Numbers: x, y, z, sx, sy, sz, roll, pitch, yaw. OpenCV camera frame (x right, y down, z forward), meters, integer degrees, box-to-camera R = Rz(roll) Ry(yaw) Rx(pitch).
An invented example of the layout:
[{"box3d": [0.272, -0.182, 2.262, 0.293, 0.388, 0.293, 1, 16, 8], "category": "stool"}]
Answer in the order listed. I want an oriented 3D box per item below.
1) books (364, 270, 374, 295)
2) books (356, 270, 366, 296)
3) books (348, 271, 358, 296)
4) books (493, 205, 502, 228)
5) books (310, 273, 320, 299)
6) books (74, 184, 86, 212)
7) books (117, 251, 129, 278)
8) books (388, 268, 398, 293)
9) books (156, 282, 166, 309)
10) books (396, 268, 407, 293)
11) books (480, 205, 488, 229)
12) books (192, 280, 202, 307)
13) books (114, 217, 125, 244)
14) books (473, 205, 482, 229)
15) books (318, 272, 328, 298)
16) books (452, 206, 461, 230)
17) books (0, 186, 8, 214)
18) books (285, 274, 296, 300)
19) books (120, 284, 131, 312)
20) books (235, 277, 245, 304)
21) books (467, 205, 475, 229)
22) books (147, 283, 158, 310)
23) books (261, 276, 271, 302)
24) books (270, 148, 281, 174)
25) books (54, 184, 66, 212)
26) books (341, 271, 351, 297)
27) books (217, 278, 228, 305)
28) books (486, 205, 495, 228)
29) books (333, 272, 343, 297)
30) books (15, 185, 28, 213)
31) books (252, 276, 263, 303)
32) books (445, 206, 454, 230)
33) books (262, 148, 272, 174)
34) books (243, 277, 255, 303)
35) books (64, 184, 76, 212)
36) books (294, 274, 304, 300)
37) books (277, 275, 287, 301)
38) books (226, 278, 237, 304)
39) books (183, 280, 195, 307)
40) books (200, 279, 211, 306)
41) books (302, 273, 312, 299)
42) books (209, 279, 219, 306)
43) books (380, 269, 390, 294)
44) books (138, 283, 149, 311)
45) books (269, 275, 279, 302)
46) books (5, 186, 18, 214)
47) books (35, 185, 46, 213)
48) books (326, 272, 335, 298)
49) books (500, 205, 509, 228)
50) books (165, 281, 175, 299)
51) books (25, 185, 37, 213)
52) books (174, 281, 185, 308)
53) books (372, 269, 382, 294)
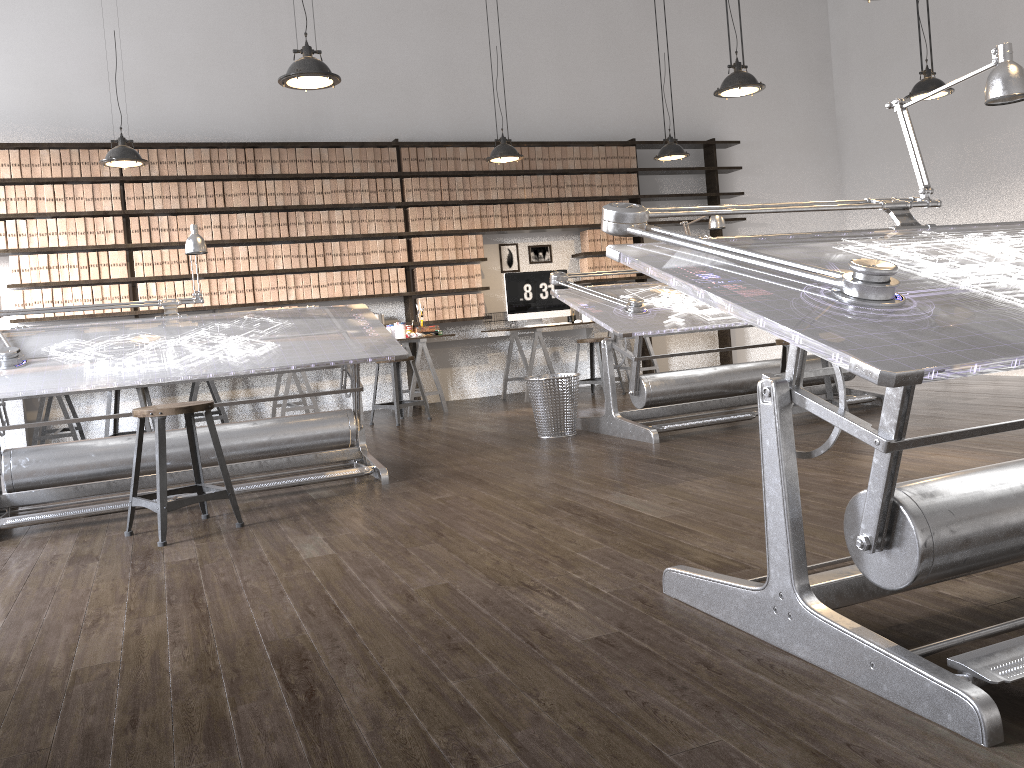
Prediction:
[{"box3d": [-1.311, -0.913, 8.020, 0.067, 0.225, 0.174, -5, 2, -22], "category": "books"}, {"box3d": [-1.375, -0.906, 7.989, 0.067, 0.225, 0.174, -5, 2, -22], "category": "books"}, {"box3d": [-1.442, -0.898, 7.966, 0.067, 0.225, 0.174, -5, 2, -22], "category": "books"}, {"box3d": [-0.165, -1.594, 8.487, 0.067, 0.225, 0.174, -5, 2, -22], "category": "books"}, {"box3d": [-1.754, -0.862, 7.834, 0.067, 0.225, 0.174, -5, 2, -22], "category": "books"}, {"box3d": [-3.484, -1.485, 7.147, 0.067, 0.225, 0.174, -5, 2, -22], "category": "books"}, {"box3d": [-3.185, -0.970, 7.254, 0.067, 0.225, 0.174, -5, 2, -22], "category": "books"}, {"box3d": [-1.102, -0.937, 8.099, 0.067, 0.225, 0.174, -5, 2, -22], "category": "books"}, {"box3d": [-2.914, -0.730, 7.368, 0.067, 0.225, 0.174, -5, 2, -22], "category": "books"}, {"box3d": [-1.030, -0.945, 8.130, 0.067, 0.225, 0.174, -5, 2, -22], "category": "books"}, {"box3d": [-0.298, -1.579, 8.438, 0.067, 0.225, 0.174, -5, 2, -22], "category": "books"}, {"box3d": [-2.659, -0.759, 7.469, 0.067, 0.225, 0.174, -5, 2, -22], "category": "books"}, {"box3d": [-3.213, -1.246, 7.253, 0.067, 0.225, 0.174, -5, 2, -22], "category": "books"}, {"box3d": [-0.358, -1.571, 8.407, 0.067, 0.225, 0.174, -5, 2, -22], "category": "books"}, {"box3d": [-1.688, -0.870, 7.863, 0.067, 0.225, 0.174, -5, 2, -22], "category": "books"}, {"box3d": [-0.545, -1.550, 8.332, 0.067, 0.225, 0.174, -5, 2, -22], "category": "books"}, {"box3d": [-3.991, -1.426, 6.935, 0.067, 0.225, 0.174, -5, 2, -22], "category": "books"}, {"box3d": [-1.948, -0.840, 7.757, 0.067, 0.225, 0.174, -5, 2, -22], "category": "books"}, {"box3d": [-3.166, -0.701, 7.259, 0.067, 0.225, 0.174, -5, 2, -22], "category": "books"}, {"box3d": [-2.340, -0.796, 7.601, 0.067, 0.225, 0.174, -5, 2, -22], "category": "books"}, {"box3d": [-0.421, -1.565, 8.386, 0.067, 0.225, 0.174, -5, 2, -22], "category": "books"}, {"box3d": [-2.977, -0.722, 7.338, 0.067, 0.225, 0.174, -5, 2, -22], "category": "books"}, {"box3d": [-2.141, -0.818, 7.680, 0.067, 0.225, 0.174, -5, 2, -22], "category": "books"}, {"box3d": [-2.070, -1.924, 7.721, 0.067, 0.225, 0.174, -5, 2, -22], "category": "books"}, {"box3d": [-3.611, -1.470, 7.089, 0.067, 0.225, 0.174, -5, 2, -22], "category": "books"}, {"box3d": [-1.507, -0.891, 7.939, 0.067, 0.225, 0.174, -5, 2, -22], "category": "books"}, {"box3d": [-2.470, -0.781, 7.548, 0.067, 0.225, 0.174, -5, 2, -22], "category": "books"}, {"box3d": [-0.232, -1.586, 8.465, 0.067, 0.225, 0.174, -5, 2, -22], "category": "books"}, {"box3d": [-1.567, -0.884, 7.909, 0.067, 0.225, 0.174, -5, 2, -22], "category": "books"}, {"box3d": [-3.861, -1.441, 6.992, 0.067, 0.225, 0.174, -5, 2, -22], "category": "books"}, {"box3d": [-2.202, -0.811, 7.657, 0.067, 0.225, 0.174, -5, 2, -22], "category": "books"}, {"box3d": [-0.611, -1.543, 8.310, 0.067, 0.225, 0.174, -5, 2, -22], "category": "books"}, {"box3d": [-2.135, -1.917, 7.690, 0.067, 0.225, 0.174, -5, 2, -22], "category": "books"}, {"box3d": [-2.268, -0.803, 7.624, 0.067, 0.225, 0.174, -5, 2, -22], "category": "books"}, {"box3d": [-3.548, -1.477, 7.119, 0.067, 0.225, 0.174, -5, 2, -22], "category": "books"}, {"box3d": [-1.886, -0.848, 7.787, 0.067, 0.225, 0.174, -5, 2, -22], "category": "books"}, {"box3d": [-2.014, -0.832, 7.727, 0.067, 0.225, 0.174, -5, 2, -22], "category": "books"}, {"box3d": [-2.404, -0.788, 7.570, 0.067, 0.225, 0.174, -5, 2, -22], "category": "books"}, {"box3d": [-2.717, -0.752, 7.444, 0.067, 0.225, 0.174, -5, 2, -22], "category": "books"}, {"box3d": [-2.596, -0.766, 7.490, 0.067, 0.225, 0.174, -5, 2, -22], "category": "books"}, {"box3d": [-1.820, -0.855, 7.811, 0.067, 0.225, 0.174, -5, 2, -22], "category": "books"}, {"box3d": [-2.536, -0.773, 7.521, 0.067, 0.225, 0.174, -5, 2, -22], "category": "books"}, {"box3d": [-1.173, -0.929, 8.076, 0.067, 0.225, 0.174, -5, 2, -22], "category": "books"}, {"box3d": [-3.043, -0.715, 7.308, 0.067, 0.225, 0.174, -5, 2, -22], "category": "books"}, {"box3d": [-2.081, -0.825, 7.699, 0.067, 0.225, 0.174, -5, 2, -22], "category": "books"}, {"box3d": [-3.927, -1.434, 6.965, 0.067, 0.225, 0.174, -5, 2, -22], "category": "books"}, {"box3d": [-3.737, -1.455, 7.041, 0.067, 0.225, 0.174, -5, 2, -22], "category": "books"}, {"box3d": [-1.630, -0.877, 7.888, 0.067, 0.225, 0.174, -5, 2, -22], "category": "books"}, {"box3d": [-0.101, -1.601, 8.518, 0.067, 0.225, 0.174, -5, 2, -22], "category": "books"}, {"box3d": [-2.849, -0.737, 7.393, 0.067, 0.225, 0.174, -5, 2, -22], "category": "books"}, {"box3d": [-3.797, -1.448, 7.012, 0.067, 0.225, 0.174, -5, 2, -22], "category": "books"}, {"box3d": [-2.783, -0.745, 7.415, 0.067, 0.225, 0.174, -5, 2, -22], "category": "books"}, {"box3d": [-1.240, -0.921, 8.043, 0.067, 0.225, 0.174, -5, 2, -22], "category": "books"}]
